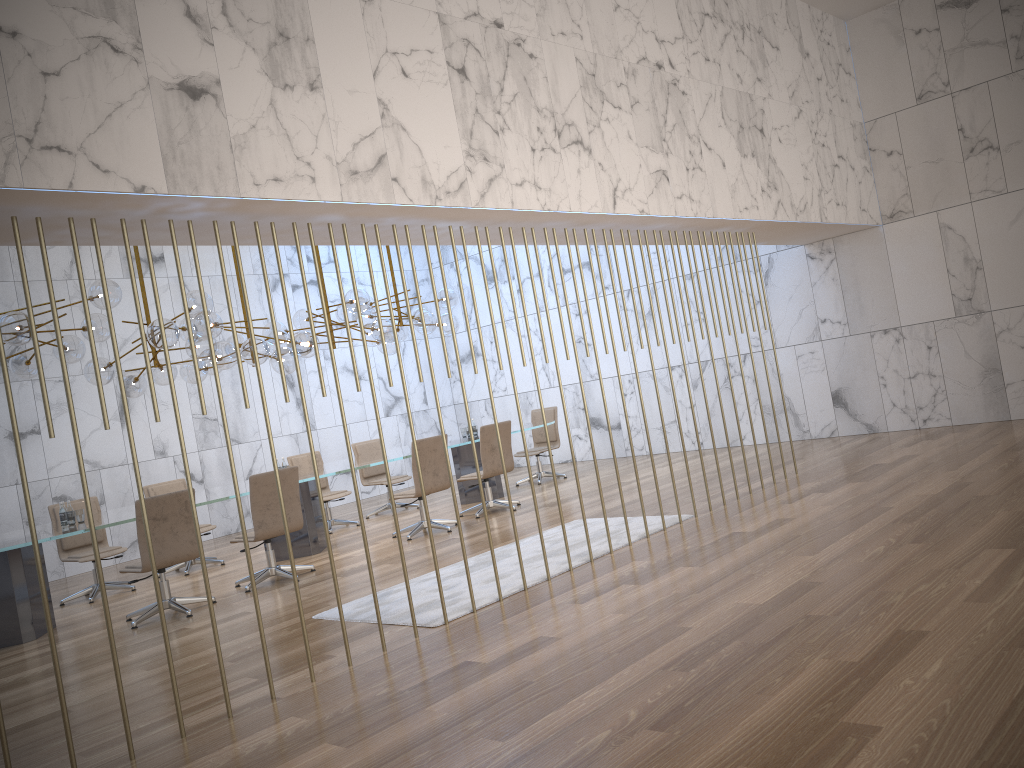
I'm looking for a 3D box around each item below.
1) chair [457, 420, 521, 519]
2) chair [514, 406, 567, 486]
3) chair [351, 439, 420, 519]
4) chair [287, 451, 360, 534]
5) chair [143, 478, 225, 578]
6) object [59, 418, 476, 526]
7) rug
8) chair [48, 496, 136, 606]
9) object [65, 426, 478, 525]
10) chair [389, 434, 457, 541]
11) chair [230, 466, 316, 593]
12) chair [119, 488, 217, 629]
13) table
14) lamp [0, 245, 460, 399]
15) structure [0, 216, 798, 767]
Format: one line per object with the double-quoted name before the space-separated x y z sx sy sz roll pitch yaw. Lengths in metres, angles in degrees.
"chair" -0.291 0.964 10.080 0.697 1.000 0.726 -11 -1 43
"chair" 0.357 0.866 12.422 0.726 1.000 0.697 -11 -1 44
"chair" -1.697 1.228 11.825 0.697 1.000 0.726 -11 -1 43
"chair" -2.371 1.343 11.095 0.697 1.000 0.726 -11 -1 43
"chair" -3.616 1.555 9.748 0.697 1.000 0.726 -11 -1 43
"object" -2.249 0.856 9.710 0.124 0.213 5.189 -11 -1 43
"rug" 0.076 1.366 6.863 1.320 0.034 3.025 -11 -1 43
"chair" -4.282 1.668 9.027 0.697 1.000 0.726 -11 -1 43
"object" -2.214 0.898 9.666 0.183 0.117 5.112 -11 -1 43
"chair" -0.960 1.078 9.355 0.697 1.000 0.726 -11 -1 43
"chair" -2.208 1.290 8.005 0.697 1.000 0.726 -11 -1 43
"chair" -2.881 1.405 7.276 0.697 1.000 0.726 -11 -1 43
"table" -2.363 1.407 9.461 2.092 0.835 7.924 -11 -1 43
"lamp" -2.939 -1.348 9.396 1.557 2.716 5.672 -11 -1 43
"structure" 0.201 0.106 6.230 0.023 2.456 7.223 -11 -1 43
